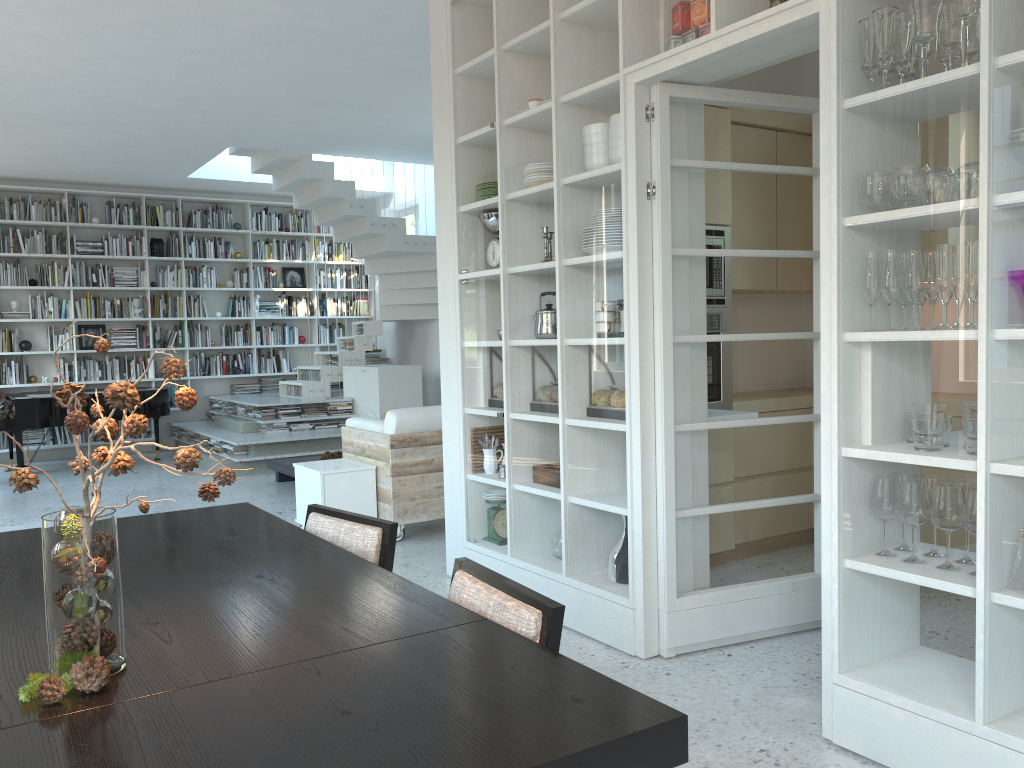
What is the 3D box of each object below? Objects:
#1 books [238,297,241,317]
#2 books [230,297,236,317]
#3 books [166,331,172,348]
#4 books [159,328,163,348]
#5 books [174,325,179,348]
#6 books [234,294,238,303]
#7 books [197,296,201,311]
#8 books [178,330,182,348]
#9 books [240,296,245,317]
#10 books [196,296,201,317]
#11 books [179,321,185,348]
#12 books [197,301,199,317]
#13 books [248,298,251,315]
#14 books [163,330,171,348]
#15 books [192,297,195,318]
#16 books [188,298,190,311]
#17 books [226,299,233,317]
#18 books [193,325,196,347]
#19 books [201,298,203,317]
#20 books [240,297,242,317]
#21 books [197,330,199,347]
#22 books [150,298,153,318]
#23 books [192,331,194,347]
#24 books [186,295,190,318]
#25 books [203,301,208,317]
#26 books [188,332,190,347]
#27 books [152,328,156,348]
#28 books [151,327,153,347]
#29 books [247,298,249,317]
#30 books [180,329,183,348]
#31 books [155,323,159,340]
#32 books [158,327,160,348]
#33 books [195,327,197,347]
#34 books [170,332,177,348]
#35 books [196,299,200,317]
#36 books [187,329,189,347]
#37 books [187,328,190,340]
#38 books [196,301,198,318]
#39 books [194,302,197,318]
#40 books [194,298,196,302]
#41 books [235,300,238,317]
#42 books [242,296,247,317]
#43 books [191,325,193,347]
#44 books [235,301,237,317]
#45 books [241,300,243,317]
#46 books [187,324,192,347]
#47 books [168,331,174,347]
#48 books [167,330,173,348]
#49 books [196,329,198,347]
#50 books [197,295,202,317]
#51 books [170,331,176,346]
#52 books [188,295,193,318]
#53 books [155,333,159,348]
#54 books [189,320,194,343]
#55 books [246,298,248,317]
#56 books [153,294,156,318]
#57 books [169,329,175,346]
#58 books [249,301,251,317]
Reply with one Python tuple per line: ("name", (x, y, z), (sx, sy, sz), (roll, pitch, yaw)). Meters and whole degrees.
("books", (-3.548, -0.991, 11.476), (0.018, 0.263, 0.165), (-4, 4, -33))
("books", (-3.606, -0.988, 11.444), (0.021, 0.264, 0.174), (-4, 4, -33))
("books", (-4.279, -0.550, 11.018), (0.089, 0.210, 0.175), (-4, 4, -33))
("books", (-4.361, -0.568, 10.990), (0.035, 0.248, 0.140), (-4, 4, -33))
("books", (-4.196, -0.597, 11.090), (0.013, 0.286, 0.138), (-4, 4, -33))
("books", (-3.575, -1.006, 11.475), (0.013, 0.296, 0.154), (-4, 4, -33))
("books", (-3.963, -0.972, 11.217), (0.006, 0.274, 0.167), (-4, 4, -33))
("books", (-4.166, -0.566, 11.086), (0.029, 0.223, 0.171), (-4, 4, -33))
("books", (-3.512, -0.999, 11.510), (0.032, 0.275, 0.154), (-4, 4, -33))
("books", (-3.965, -0.969, 11.209), (0.006, 0.270, 0.178), (-4, 4, -33))
("books", (-4.137, -0.619, 11.113), (0.014, 0.325, 0.182), (-4, 4, -33))
("books", (-3.982, -0.939, 11.196), (0.007, 0.212, 0.158), (-4, 4, -33))
("books", (-3.427, -0.989, 11.551), (0.010, 0.246, 0.158), (-4, 4, -33))
("books", (-4.291, -0.558, 11.004), (0.095, 0.228, 0.190), (-4, 4, -33))
("books", (-4.030, -0.959, 11.179), (0.013, 0.256, 0.144), (-4, 4, -33))
("books", (-4.076, -0.951, 11.157), (0.007, 0.244, 0.145), (-4, 4, -33))
("books", (-3.641, -0.974, 11.431), (0.056, 0.241, 0.153), (-4, 4, -33))
("books", (-4.020, -0.605, 11.185), (0.005, 0.284, 0.159), (-4, 4, -33))
("books", (-3.941, -0.964, 11.241), (0.007, 0.254, 0.161), (-4, 4, -33))
("books", (-3.535, -0.990, 11.486), (0.015, 0.259, 0.152), (-4, 4, -33))
("books", (-3.994, -0.574, 11.209), (0.013, 0.218, 0.160), (-4, 4, -33))
("books", (-4.451, -0.928, 10.914), (0.014, 0.244, 0.145), (-4, 4, -33))
("books", (-4.046, -0.565, 11.188), (0.013, 0.204, 0.154), (-4, 4, -33))
("books", (-4.084, -0.971, 11.127), (0.035, 0.288, 0.191), (-4, 4, -33))
("books", (-3.900, -0.941, 11.236), (0.051, 0.210, 0.176), (-4, 4, -33))
("books", (-4.086, -0.554, 11.161), (0.015, 0.188, 0.168), (-4, 4, -33))
("books", (-4.429, -0.566, 10.941), (0.028, 0.253, 0.142), (-4, 4, -33))
("books", (-4.453, -0.570, 10.929), (0.024, 0.264, 0.154), (-4, 4, -33))
("books", (-3.452, -0.991, 11.528), (0.011, 0.253, 0.169), (-4, 4, -33))
("books", (-4.151, -0.569, 11.109), (0.021, 0.226, 0.148), (-4, 4, -33))
("books", (-4.387, -0.595, 10.961), (0.013, 0.307, 0.141), (-4, 4, -33))
("books", (-4.381, -0.576, 10.977), (0.012, 0.266, 0.157), (-4, 4, -33))
("books", (-4.013, -0.588, 11.193), (0.013, 0.249, 0.165), (-4, 4, -33))
("books", (-4.236, -0.550, 11.061), (0.091, 0.205, 0.169), (-4, 4, -33))
("books", (-3.979, -0.955, 11.211), (0.017, 0.243, 0.132), (-4, 4, -33))
("books", (-4.092, -0.592, 11.143), (0.010, 0.267, 0.158), (-4, 4, -33))
("books", (-4.081, -0.581, 11.174), (0.011, 0.239, 0.136), (-4, 4, -33))
("books", (-3.995, -0.937, 11.197), (0.014, 0.209, 0.156), (-4, 4, -33))
("books", (-4.000, -0.927, 11.163), (0.017, 0.192, 0.191), (-4, 4, -33))
("books", (-4.005, -0.953, 11.190), (0.008, 0.242, 0.169), (-4, 4, -33))
("books", (-3.576, -0.967, 11.457), (0.013, 0.219, 0.187), (-4, 4, -33))
("books", (-3.481, -0.999, 11.504), (0.012, 0.274, 0.183), (-4, 4, -33))
("books", (-4.051, -0.603, 11.174), (0.006, 0.281, 0.155), (-4, 4, -33))
("books", (-3.584, -0.962, 11.452), (0.006, 0.210, 0.188), (-4, 4, -33))
("books", (-3.519, -0.973, 11.488), (0.012, 0.224, 0.178), (-4, 4, -33))
("books", (-4.062, -0.609, 11.168), (0.018, 0.295, 0.177), (-4, 4, -33))
("books", (-4.265, -0.553, 11.046), (0.090, 0.212, 0.143), (-4, 4, -33))
("books", (-4.277, -0.559, 11.044), (0.095, 0.226, 0.144), (-4, 4, -33))
("books", (-3.997, -0.577, 11.192), (0.011, 0.226, 0.188), (-4, 4, -33))
("books", (-3.956, -0.979, 11.222), (0.013, 0.287, 0.158), (-4, 4, -33))
("books", (-4.253, -0.556, 11.063), (0.090, 0.215, 0.139), (-4, 4, -33))
("books", (-4.038, -0.968, 11.139), (0.013, 0.279, 0.191), (-4, 4, -33))
("books", (-4.394, -0.537, 10.941), (0.027, 0.192, 0.182), (-4, 4, -33))
("books", (-4.044, -0.634, 11.197), (0.007, 0.342, 0.149), (-4, 4, -33))
("books", (-3.471, -0.987, 11.536), (0.013, 0.245, 0.158), (-4, 4, -33))
("books", (-4.406, -0.954, 10.924), (0.035, 0.293, 0.145), (-4, 4, -33))
("books", (-4.251, -0.568, 11.052), (0.094, 0.239, 0.149), (-4, 4, -33))
("books", (-3.445, -0.972, 11.551), (0.023, 0.212, 0.164), (-4, 4, -33))
